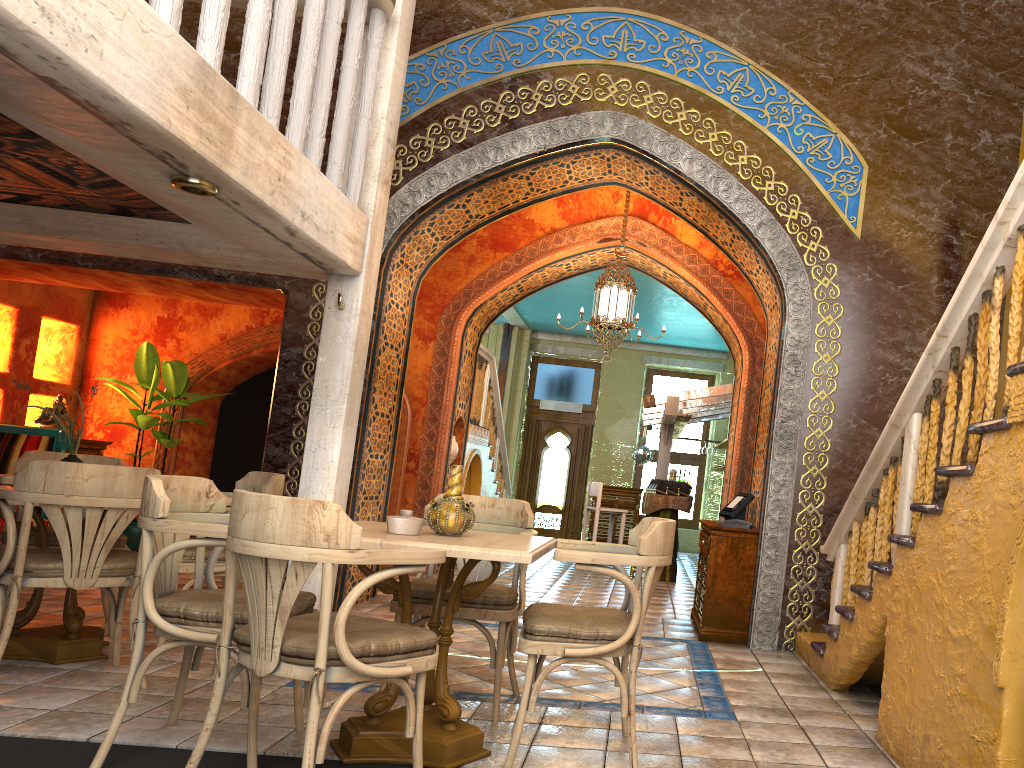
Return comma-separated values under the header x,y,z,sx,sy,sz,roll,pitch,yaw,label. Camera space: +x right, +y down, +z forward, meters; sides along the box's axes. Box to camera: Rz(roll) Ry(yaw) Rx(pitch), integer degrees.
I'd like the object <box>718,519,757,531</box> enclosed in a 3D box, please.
x,y,z,sx,sy,sz,roll,pitch,yaw,label
2.068,1.289,7.823,0.378,0.087,0.345,4,-6,17,object

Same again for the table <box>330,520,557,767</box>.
x,y,z,sx,sy,sz,roll,pitch,yaw,label
-0.424,1.215,4.034,1.060,1.002,1.055,6,-5,3,table

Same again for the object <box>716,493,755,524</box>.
x,y,z,sx,sy,sz,roll,pitch,yaw,label
2.170,1.211,8.286,0.262,0.317,0.443,6,-5,-4,object

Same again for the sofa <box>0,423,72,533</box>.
x,y,z,sx,sy,sz,roll,pitch,yaw,label
-5.142,0.926,7.055,1.164,1.369,2.504,5,-5,7,sofa

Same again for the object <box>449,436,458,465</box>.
x,y,z,sx,sy,sz,roll,pitch,yaw,label
-0.831,0.862,11.110,0.235,0.384,0.269,5,-4,20,object

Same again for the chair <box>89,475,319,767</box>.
x,y,z,sx,sy,sz,roll,pitch,yaw,label
-1.289,1.021,3.751,0.718,1.177,0.762,6,-4,-3,chair

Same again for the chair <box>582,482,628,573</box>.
x,y,z,sx,sy,sz,roll,pitch,yaw,label
1.388,2.157,12.828,0.543,1.334,0.459,8,-4,-23,chair

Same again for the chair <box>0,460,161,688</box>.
x,y,z,sx,sy,sz,roll,pitch,yaw,label
-2.331,1.004,4.539,0.878,1.177,0.614,9,-5,-38,chair

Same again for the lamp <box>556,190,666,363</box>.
x,y,z,sx,sy,sz,roll,pitch,yaw,label
1.249,-1.419,9.942,1.297,2.362,1.124,6,-4,2,lamp

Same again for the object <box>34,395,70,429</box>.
x,y,z,sx,sy,sz,roll,pitch,yaw,label
-5.057,0.342,9.380,0.170,0.469,0.345,6,-4,8,object

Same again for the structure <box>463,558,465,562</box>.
x,y,z,sx,sy,sz,roll,pitch,yaw,label
-0.668,2.226,12.369,0.108,0.687,1.022,6,-5,9,structure

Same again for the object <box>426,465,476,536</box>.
x,y,z,sx,sy,sz,roll,pitch,yaw,label
-0.281,0.554,4.067,0.224,0.335,0.240,5,-4,11,object

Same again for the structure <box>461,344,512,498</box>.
x,y,z,sx,sy,sz,roll,pitch,yaw,label
-1.083,1.225,14.485,1.785,3.140,5.927,6,-5,8,structure

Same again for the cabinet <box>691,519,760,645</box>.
x,y,z,sx,sy,sz,roll,pitch,yaw,label
2.055,1.900,8.338,0.489,1.052,1.507,6,-5,8,cabinet

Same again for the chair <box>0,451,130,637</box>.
x,y,z,sx,sy,sz,roll,pitch,yaw,label
-3.017,1.064,5.733,0.874,1.177,0.617,9,-5,-34,chair

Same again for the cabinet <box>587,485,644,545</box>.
x,y,z,sx,sy,sz,roll,pitch,yaw,label
2.185,2.831,18.090,1.128,1.302,0.611,6,-4,-1,cabinet

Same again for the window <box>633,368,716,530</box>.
x,y,z,sx,sy,sz,roll,pitch,yaw,label
3.534,1.419,18.704,1.555,3.415,0.087,6,-3,-4,window

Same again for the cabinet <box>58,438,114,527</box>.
x,y,z,sx,sy,sz,roll,pitch,yaw,label
-5.165,1.183,9.192,0.611,1.257,1.482,6,-5,8,cabinet

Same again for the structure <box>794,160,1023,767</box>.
x,y,z,sx,sy,sz,roll,pitch,yaw,label
3.187,0.648,5.132,1.824,3.139,6.520,6,-5,9,structure

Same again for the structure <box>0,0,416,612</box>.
x,y,z,sx,sy,sz,roll,pitch,yaw,label
-6.209,-2.200,1.861,9.902,6.481,6.888,6,-5,0,structure

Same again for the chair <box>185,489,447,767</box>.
x,y,z,sx,sy,sz,roll,pitch,yaw,label
-0.741,1.021,3.248,0.702,1.177,0.770,4,-5,32,chair

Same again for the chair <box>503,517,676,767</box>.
x,y,z,sx,sy,sz,roll,pitch,yaw,label
0.396,1.231,4.198,0.718,1.177,0.762,6,-4,-3,chair

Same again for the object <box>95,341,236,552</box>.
x,y,z,sx,sy,sz,roll,pitch,yaw,label
-4.170,0.785,10.019,1.077,2.420,1.334,4,-4,28,object

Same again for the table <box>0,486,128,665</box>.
x,y,z,sx,sy,sz,roll,pitch,yaw,label
-2.695,1.138,5.111,1.116,0.947,0.884,9,-5,-33,table

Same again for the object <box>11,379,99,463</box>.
x,y,z,sx,sy,sz,roll,pitch,yaw,label
-2.777,0.299,5.147,0.617,0.715,0.264,5,-4,14,object

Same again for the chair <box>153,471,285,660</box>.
x,y,z,sx,sy,sz,roll,pitch,yaw,label
-1.972,1.155,5.638,0.784,1.177,0.688,9,-5,-38,chair

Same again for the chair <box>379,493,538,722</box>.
x,y,z,sx,sy,sz,roll,pitch,yaw,label
-0.283,1.240,4.900,0.789,1.177,0.693,6,-4,1,chair
